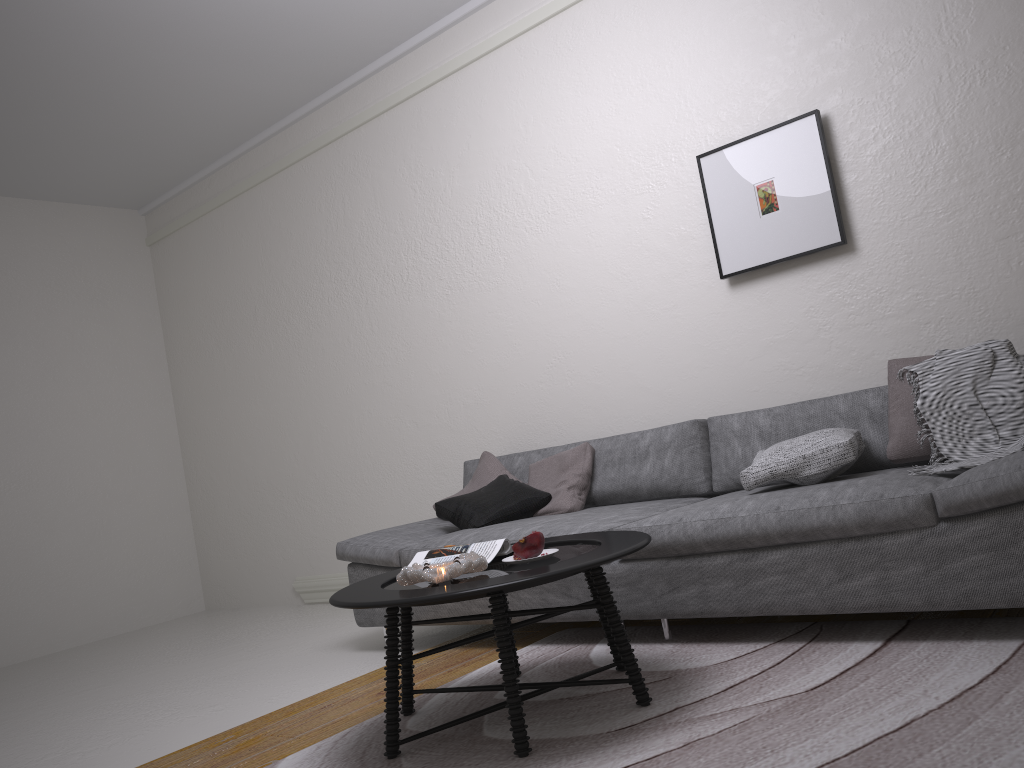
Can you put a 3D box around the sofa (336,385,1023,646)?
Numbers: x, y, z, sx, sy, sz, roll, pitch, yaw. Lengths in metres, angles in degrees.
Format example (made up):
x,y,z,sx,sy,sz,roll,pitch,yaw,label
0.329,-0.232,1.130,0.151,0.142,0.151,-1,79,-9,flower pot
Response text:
x,y,z,sx,sy,sz,roll,pitch,yaw,label
0.685,0.536,3.531,2.999,0.772,1.124,-14,-6,39,sofa

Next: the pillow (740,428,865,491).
x,y,z,sx,sy,sz,roll,pitch,yaw,label
1.052,0.276,3.191,0.398,0.194,0.412,-13,-5,25,pillow

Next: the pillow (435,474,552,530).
x,y,z,sx,sy,sz,roll,pitch,yaw,label
-0.085,0.563,4.050,0.428,0.268,0.395,-8,-5,-31,pillow

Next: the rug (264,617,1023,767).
x,y,z,sx,sy,sz,roll,pitch,yaw,label
0.979,0.705,1.720,3.637,0.008,1.989,-14,-6,39,rug

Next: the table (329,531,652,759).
x,y,z,sx,sy,sz,roll,pitch,yaw,label
-0.019,0.745,2.585,0.927,0.449,0.962,-14,-5,36,table

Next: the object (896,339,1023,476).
x,y,z,sx,sy,sz,roll,pitch,yaw,label
1.687,0.261,2.826,0.881,0.865,0.622,-11,-4,4,object

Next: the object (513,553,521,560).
x,y,z,sx,sy,sz,roll,pitch,yaw,label
0.020,0.498,2.607,0.036,0.036,0.043,-7,-6,-42,object

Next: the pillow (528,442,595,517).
x,y,z,sx,sy,sz,roll,pitch,yaw,label
0.181,0.461,4.107,0.415,0.318,0.344,-14,-5,38,pillow

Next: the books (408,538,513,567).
x,y,z,sx,sy,sz,roll,pitch,yaw,label
-0.152,0.534,2.812,0.301,0.048,0.377,-12,-5,18,books

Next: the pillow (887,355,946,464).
x,y,z,sx,sy,sz,roll,pitch,yaw,label
1.512,0.072,3.075,0.418,0.390,0.246,-14,-5,39,pillow

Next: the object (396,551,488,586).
x,y,z,sx,sy,sz,roll,pitch,yaw,label
-0.193,0.516,2.461,0.258,0.062,0.249,-6,-6,-43,object

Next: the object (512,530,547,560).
x,y,z,sx,sy,sz,roll,pitch,yaw,label
0.054,0.466,2.555,0.112,0.082,0.087,-9,-4,-17,object

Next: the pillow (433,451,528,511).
x,y,z,sx,sy,sz,roll,pitch,yaw,label
-0.151,0.561,4.360,0.358,0.448,0.471,-8,-5,-30,pillow

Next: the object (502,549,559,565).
x,y,z,sx,sy,sz,roll,pitch,yaw,label
0.054,0.502,2.562,0.168,0.015,0.167,-10,-5,-6,object

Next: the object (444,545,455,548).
x,y,z,sx,sy,sz,roll,pitch,yaw,label
-0.210,0.557,2.959,0.119,0.036,0.120,-11,-4,0,object
